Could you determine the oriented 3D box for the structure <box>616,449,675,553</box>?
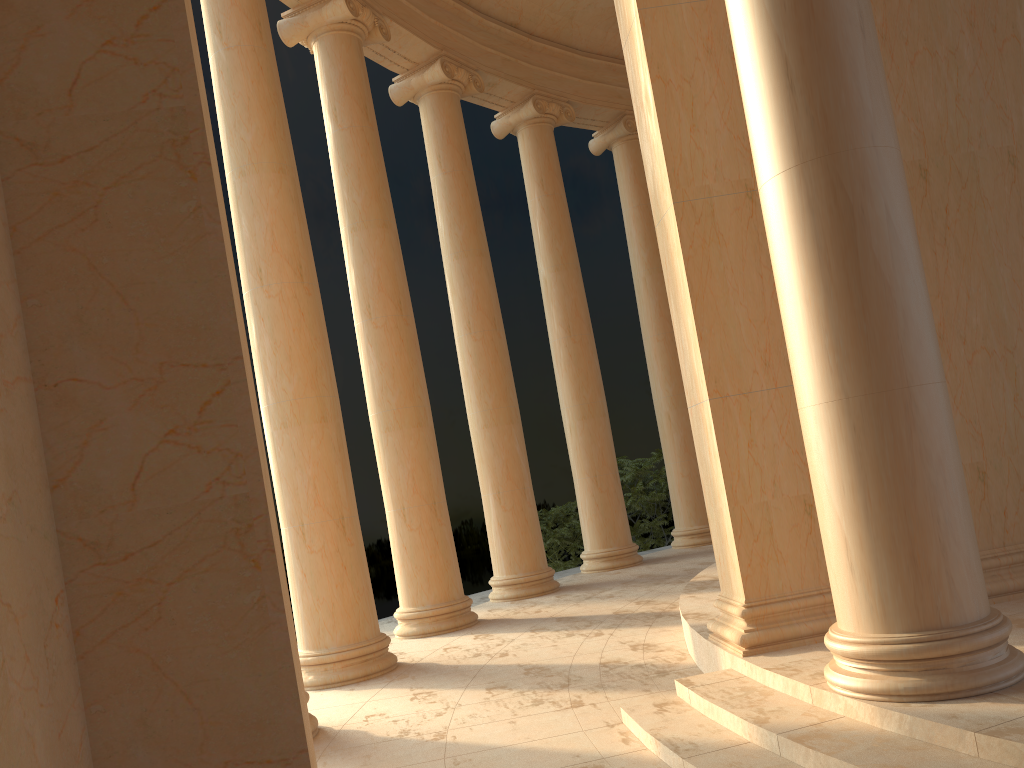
[{"bbox_3d":[263.315,265.363,1599.302,247.030,298.519,238.705,-10,-4,-2],"label":"structure"}]

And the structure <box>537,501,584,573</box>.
[{"bbox_3d":[78.985,300.148,1513.436,149.541,187.716,155.956,-10,-4,7],"label":"structure"}]
